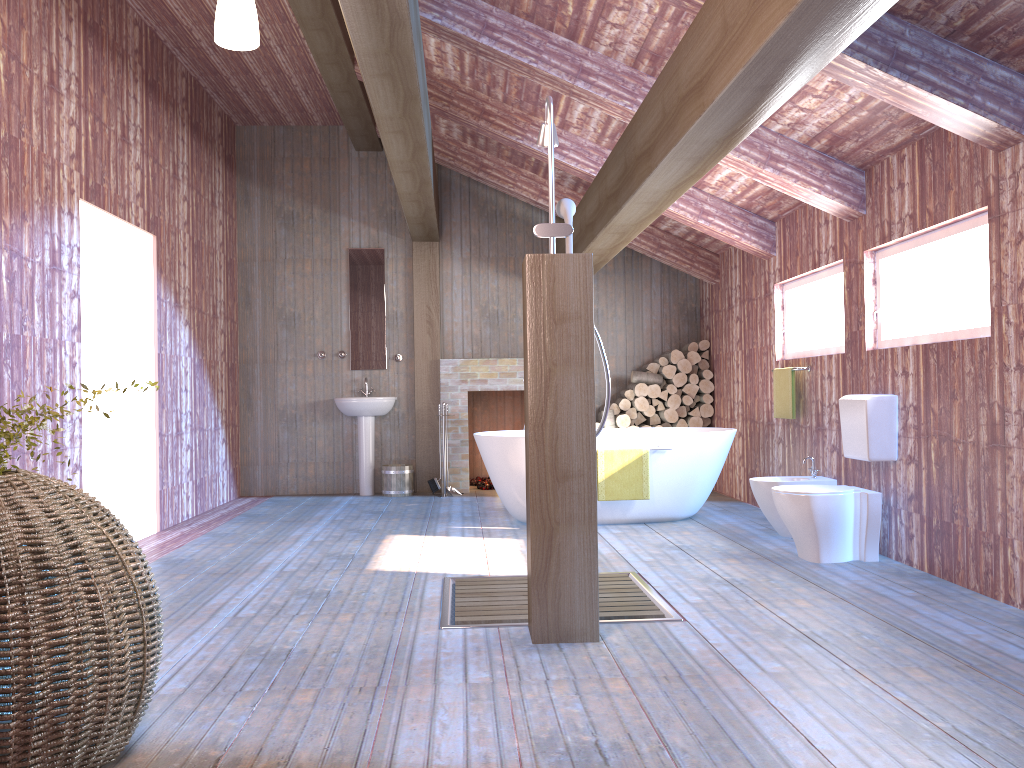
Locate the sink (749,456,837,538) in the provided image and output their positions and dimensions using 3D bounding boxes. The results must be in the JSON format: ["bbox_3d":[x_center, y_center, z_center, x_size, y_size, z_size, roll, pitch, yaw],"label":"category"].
[{"bbox_3d":[1.800,0.728,5.740,0.515,0.517,0.335,-1,-1,-2],"label":"sink"}]

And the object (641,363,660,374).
[{"bbox_3d":[1.362,-0.143,8.733,0.140,0.121,0.319,-1,-1,-2],"label":"object"}]

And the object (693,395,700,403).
[{"bbox_3d":[1.791,0.143,8.702,0.088,0.092,0.280,-1,-1,-2],"label":"object"}]

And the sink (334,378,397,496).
[{"bbox_3d":[-1.403,0.506,8.505,0.582,1.143,0.475,-1,-1,-4],"label":"sink"}]

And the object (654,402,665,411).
[{"bbox_3d":[1.426,0.211,8.639,0.085,0.096,0.280,-1,-1,-2],"label":"object"}]

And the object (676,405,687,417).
[{"bbox_3d":[1.607,0.264,8.631,0.111,0.118,0.302,-1,-1,-4],"label":"object"}]

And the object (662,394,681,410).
[{"bbox_3d":[1.533,0.177,8.642,0.136,0.157,0.439,-1,-1,-2],"label":"object"}]

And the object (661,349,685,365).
[{"bbox_3d":[1.569,-0.258,8.669,0.135,0.139,0.456,-1,-1,-2],"label":"object"}]

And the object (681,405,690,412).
[{"bbox_3d":[1.676,0.236,8.636,0.065,0.069,0.177,-1,-1,-4],"label":"object"}]

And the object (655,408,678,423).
[{"bbox_3d":[1.492,0.302,8.638,0.141,0.143,0.437,-1,-1,-5],"label":"object"}]

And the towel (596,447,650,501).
[{"bbox_3d":[0.768,0.623,6.123,0.370,0.361,0.032,-1,-1,-7],"label":"towel"}]

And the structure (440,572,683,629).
[{"bbox_3d":[0.178,1.014,4.116,1.000,0.067,1.000,-1,-1,-4],"label":"structure"}]

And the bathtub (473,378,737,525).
[{"bbox_3d":[0.683,0.468,6.693,1.935,1.109,1.460,-1,-1,19],"label":"bathtub"}]

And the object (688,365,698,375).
[{"bbox_3d":[1.740,-0.128,8.759,0.132,0.119,0.319,-1,-1,-2],"label":"object"}]

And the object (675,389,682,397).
[{"bbox_3d":[1.585,0.095,8.624,0.095,0.090,0.278,-1,-1,-2],"label":"object"}]

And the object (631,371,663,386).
[{"bbox_3d":[1.295,-0.054,8.529,0.302,0.157,0.121,-1,-1,-2],"label":"object"}]

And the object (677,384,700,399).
[{"bbox_3d":[1.693,0.072,8.682,0.172,0.151,0.482,-1,-1,-2],"label":"object"}]

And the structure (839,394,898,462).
[{"bbox_3d":[1.992,0.241,4.966,0.182,0.363,0.358,-1,-1,-2],"label":"structure"}]

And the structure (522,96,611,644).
[{"bbox_3d":[0.210,-0.107,3.589,0.328,2.209,0.522,-1,-1,17],"label":"structure"}]

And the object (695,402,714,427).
[{"bbox_3d":[1.847,0.307,8.668,0.137,0.256,0.439,-1,-1,-3],"label":"object"}]

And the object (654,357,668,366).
[{"bbox_3d":[1.452,-0.216,8.632,0.094,0.097,0.227,-1,-1,-2],"label":"object"}]

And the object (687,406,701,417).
[{"bbox_3d":[1.733,0.263,8.653,0.115,0.112,0.423,-1,-1,-3],"label":"object"}]

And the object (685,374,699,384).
[{"bbox_3d":[1.725,-0.045,8.655,0.089,0.106,0.437,-1,-1,-2],"label":"object"}]

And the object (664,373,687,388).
[{"bbox_3d":[1.586,-0.030,8.649,0.143,0.151,0.440,-1,-1,-3],"label":"object"}]

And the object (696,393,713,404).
[{"bbox_3d":[1.856,0.140,8.661,0.102,0.109,0.438,-1,-1,-3],"label":"object"}]

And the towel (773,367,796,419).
[{"bbox_3d":[1.939,0.067,6.316,0.032,0.361,0.370,-1,-1,-3],"label":"towel"}]

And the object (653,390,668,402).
[{"bbox_3d":[1.420,0.121,8.632,0.109,0.124,0.424,-1,-1,-4],"label":"object"}]

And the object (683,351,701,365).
[{"bbox_3d":[1.728,-0.245,8.680,0.133,0.142,0.456,-1,-1,-2],"label":"object"}]

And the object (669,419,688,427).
[{"bbox_3d":[1.610,0.391,8.619,0.114,0.113,0.301,-1,-1,-6],"label":"object"}]

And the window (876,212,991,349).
[{"bbox_3d":[2.178,-0.495,4.559,0.054,0.587,1.255,-1,-1,-2],"label":"window"}]

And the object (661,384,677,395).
[{"bbox_3d":[1.508,0.049,8.639,0.102,0.109,0.438,-1,-1,-3],"label":"object"}]

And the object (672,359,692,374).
[{"bbox_3d":[1.623,-0.167,8.653,0.141,0.143,0.437,-1,-1,-5],"label":"object"}]

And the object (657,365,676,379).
[{"bbox_3d":[1.485,-0.118,8.661,0.139,0.148,0.458,-1,-1,-3],"label":"object"}]

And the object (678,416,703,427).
[{"bbox_3d":[1.734,0.380,8.658,0.137,0.133,0.437,-1,-1,-5],"label":"object"}]

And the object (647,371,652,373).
[{"bbox_3d":[1.310,-0.057,8.728,0.113,0.130,0.291,-1,-1,-2],"label":"object"}]

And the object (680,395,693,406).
[{"bbox_3d":[1.661,0.153,8.648,0.102,0.109,0.438,-1,-1,-3],"label":"object"}]

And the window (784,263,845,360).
[{"bbox_3d":[2.113,-0.476,6.105,0.054,0.587,1.255,-1,-1,-2],"label":"window"}]

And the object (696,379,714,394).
[{"bbox_3d":[1.845,0.022,8.666,0.147,0.152,0.439,-1,-1,-3],"label":"object"}]

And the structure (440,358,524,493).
[{"bbox_3d":[-0.136,0.410,8.718,1.130,1.330,0.226,-1,-1,-3],"label":"structure"}]

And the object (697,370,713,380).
[{"bbox_3d":[1.856,-0.091,8.664,0.102,0.109,0.438,-1,-1,-3],"label":"object"}]
